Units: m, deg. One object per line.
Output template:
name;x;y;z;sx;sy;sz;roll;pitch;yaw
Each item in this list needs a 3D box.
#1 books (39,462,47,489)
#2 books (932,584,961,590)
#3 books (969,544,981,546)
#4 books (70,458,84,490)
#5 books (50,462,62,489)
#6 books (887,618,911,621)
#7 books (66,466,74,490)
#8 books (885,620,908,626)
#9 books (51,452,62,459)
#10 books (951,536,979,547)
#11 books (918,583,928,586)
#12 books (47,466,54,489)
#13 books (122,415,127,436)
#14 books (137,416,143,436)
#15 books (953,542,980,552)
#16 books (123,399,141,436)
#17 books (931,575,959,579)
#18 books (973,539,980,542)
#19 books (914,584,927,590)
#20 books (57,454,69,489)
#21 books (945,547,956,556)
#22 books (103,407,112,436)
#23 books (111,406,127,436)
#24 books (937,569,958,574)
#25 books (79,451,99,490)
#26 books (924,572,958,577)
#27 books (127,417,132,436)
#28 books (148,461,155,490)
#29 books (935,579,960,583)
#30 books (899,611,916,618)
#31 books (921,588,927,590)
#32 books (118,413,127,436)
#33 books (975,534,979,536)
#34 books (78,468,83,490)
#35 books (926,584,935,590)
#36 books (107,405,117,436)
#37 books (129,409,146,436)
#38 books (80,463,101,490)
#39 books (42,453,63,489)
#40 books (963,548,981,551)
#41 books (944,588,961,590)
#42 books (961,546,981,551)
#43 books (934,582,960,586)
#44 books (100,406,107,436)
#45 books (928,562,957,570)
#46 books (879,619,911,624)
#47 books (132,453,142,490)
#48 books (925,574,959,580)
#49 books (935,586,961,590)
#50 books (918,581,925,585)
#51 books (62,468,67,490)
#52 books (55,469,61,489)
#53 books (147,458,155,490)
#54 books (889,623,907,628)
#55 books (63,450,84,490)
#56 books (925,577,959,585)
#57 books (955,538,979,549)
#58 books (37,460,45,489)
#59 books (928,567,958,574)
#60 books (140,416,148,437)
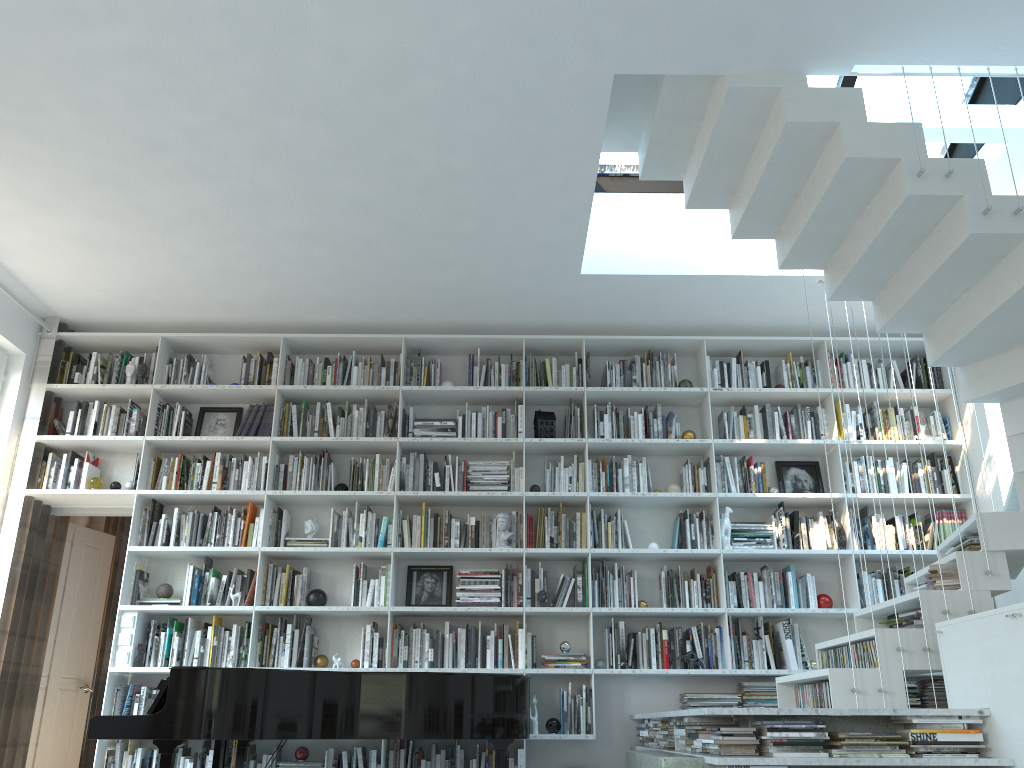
books;-3.133;0.654;5.983;0.013;0.221;0.163;0;-21;0
books;2.174;0.983;4.282;0.254;0.007;0.189;-10;-23;25
books;2.407;0.844;4.539;0.154;0.014;0.197;-4;-22;12
books;-2.908;0.642;5.970;0.021;0.236;0.189;0;-21;0
books;-3.057;0.655;5.982;0.010;0.219;0.182;0;-21;0
books;2.117;1.259;4.734;0.161;0.012;0.195;1;-21;-3
books;-2.941;0.669;5.979;0.024;0.192;0.181;0;-21;0
books;2.115;1.275;4.728;0.159;0.009;0.209;2;-21;-4
books;-3.120;0.625;6.018;0.013;0.301;0.135;0;-21;0
books;2.392;0.808;4.555;0.191;0.013;0.244;-4;-21;10
books;2.310;1.079;4.784;0.157;0.014;0.181;2;-21;-4
books;-3.076;0.669;5.986;0.029;0.196;0.161;0;-21;0
books;-2.644;0.334;6.130;0.029;0.197;0.144;0;-21;0
books;-2.543;0.335;6.129;0.029;0.195;0.147;0;-21;0
books;2.396;0.835;4.544;0.176;0.007;0.255;-3;-21;7
books;-2.624;0.276;6.126;0.012;0.302;0.190;0;-21;0
books;2.168;0.942;4.287;0.232;0.011;0.172;-15;-26;33
books;2.410;0.826;4.545;0.144;0.011;0.258;-2;-21;6
books;2.299;1.091;4.779;0.173;0.011;0.204;2;-21;-5
books;-3.012;0.630;6.001;0.022;0.280;0.157;0;-21;0
books;2.484;0.902;4.824;0.190;0.015;0.231;-5;-22;13
books;-2.764;0.303;6.115;0.021;0.243;0.174;0;-21;0
books;-2.702;0.299;6.114;0.030;0.250;0.166;0;-21;0
books;2.169;0.916;4.299;0.184;0.016;0.179;-11;-24;26
books;-2.862;0.621;6.000;0.013;0.297;0.179;0;-21;0
books;2.159;0.922;4.281;0.295;0.007;0.146;-14;-25;32
books;-2.602;0.338;6.120;0.031;0.182;0.152;0;-21;0
books;-2.408;0.656;5.995;0.022;0.231;0.152;0;-21;0
books;2.159;0.955;4.268;0.215;0.014;0.138;-10;-23;25
books;2.107;1.175;4.526;0.177;0.014;0.194;2;-21;-5
books;2.316;1.104;4.774;0.149;0.016;0.240;1;-21;-2
books;-2.673;0.324;6.125;0.028;0.211;0.139;0;-21;0
books;2.419;0.797;4.554;0.134;0.007;0.299;-3;-21;8
books;-2.883;0.678;6.000;0.029;0.190;0.135;0;-21;0
books;2.235;1.021;4.500;0.178;0.035;0.222;-1;-21;4
books;-2.729;0.295;6.117;0.025;0.260;0.167;0;-21;0
books;-2.572;0.309;6.107;0.029;0.228;0.192;0;-21;0
books;-2.841;0.657;5.972;0.029;0.210;0.188;0;-21;0
books;-3.102;0.626;5.993;0.023;0.280;0.171;0;-21;0
books;2.388;0.867;4.534;0.191;0.014;0.244;-4;-22;12
books;2.171;1.003;4.270;0.206;0.012;0.184;-10;-23;25
books;2.396;0.856;4.537;0.187;0.009;0.262;-3;-21;9
books;2.167;0.971;4.275;0.222;0.011;0.180;-12;-24;29
books;-2.780;0.301;6.116;0.012;0.248;0.192;0;-21;0
books;2.165;0.890;4.302;0.234;0.025;0.158;-15;-26;34
books;2.097;1.268;4.730;0.198;0.006;0.189;2;-21;-4
books;-2.520;0.629;6.000;0.012;0.284;0.160;0;-21;0
books;2.159;0.928;4.278;0.295;0.007;0.146;-12;-24;28
books;2.168;0.989;4.270;0.215;0.013;0.190;-13;-25;30
books;2.313;1.066;4.789;0.157;0.014;0.181;1;-21;-2
books;-2.989;0.667;6.005;0.023;0.213;0.141;0;-21;0
books;-3.038;0.681;6.000;0.029;0.184;0.135;0;-21;0
books;-2.425;0.649;6.007;0.012;0.253;0.161;0;-21;0
books;2.122;1.289;4.723;0.140;0.022;0.182;3;-21;-7
books;-2.959;0.615;5.984;0.013;0.296;0.188;0;-21;0
books;2.160;0.945;4.272;0.295;0.006;0.147;-14;-25;32
books;2.400;0.817;4.550;0.174;0.009;0.241;-3;-21;8
books;-3.146;0.651;5.983;0.013;0.227;0.179;0;-21;0
books;2.161;0.902;4.290;0.254;0.005;0.161;-13;-25;30
books;-2.516;0.334;6.114;0.026;0.187;0.155;0;-21;0
